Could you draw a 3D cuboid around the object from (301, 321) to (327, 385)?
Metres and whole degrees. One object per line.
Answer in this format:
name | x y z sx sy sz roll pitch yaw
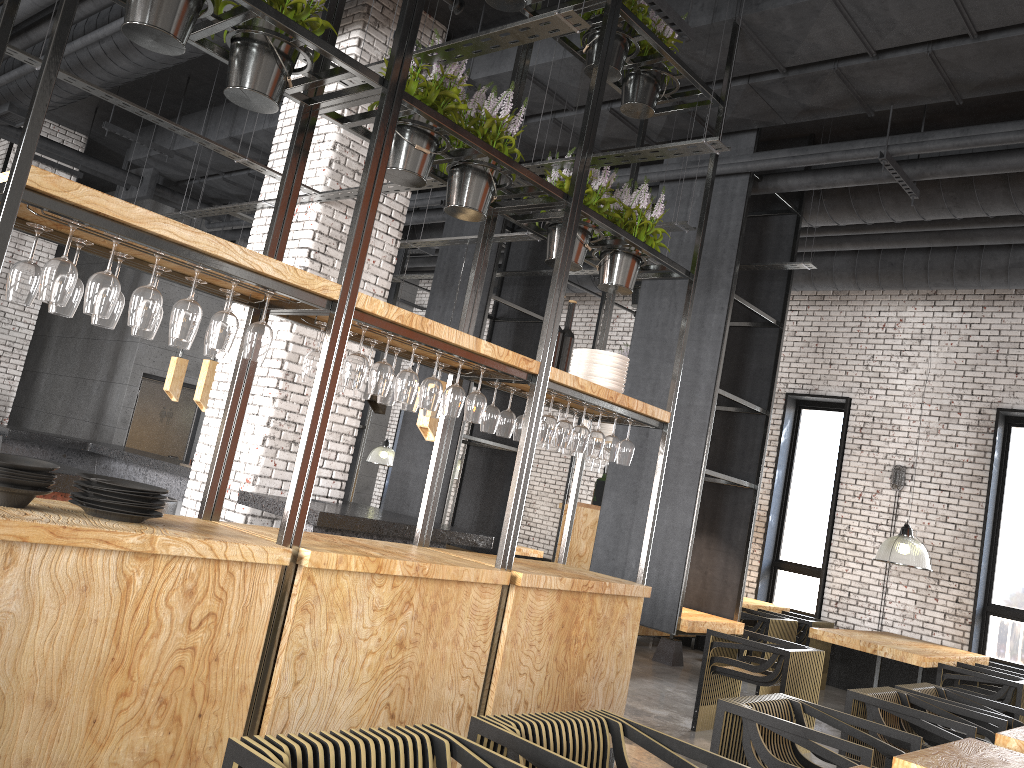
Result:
object | -0.841 -0.131 3.823 0.100 0.268 0.101 17 -10 -33

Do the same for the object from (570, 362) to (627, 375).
object | 0.502 -0.076 5.152 0.335 0.043 0.333 8 -8 26

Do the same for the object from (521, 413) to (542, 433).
object | 0.109 0.142 4.465 0.101 0.268 0.101 13 -8 -11

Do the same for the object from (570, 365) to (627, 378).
object | 0.498 -0.056 5.150 0.333 0.039 0.335 17 -9 -39

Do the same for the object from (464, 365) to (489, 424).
object | -0.160 0.049 4.160 0.100 0.268 0.101 17 -10 -33

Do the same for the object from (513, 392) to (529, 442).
object | 0.068 0.183 4.850 0.101 0.268 0.100 10 -8 6

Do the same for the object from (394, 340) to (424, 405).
object | -0.445 -0.050 3.839 0.100 0.268 0.101 17 -10 -33

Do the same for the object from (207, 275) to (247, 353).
object | -1.024 -0.250 3.184 0.101 0.268 0.100 10 -8 6

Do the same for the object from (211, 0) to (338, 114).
object | -0.969 -1.376 3.502 0.417 0.560 0.465 9 -8 19

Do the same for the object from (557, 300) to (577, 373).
object | 0.294 -0.232 4.912 0.098 0.472 0.098 11 -8 5

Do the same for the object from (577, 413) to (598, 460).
object | 0.448 0.315 5.279 0.101 0.268 0.100 10 -8 6

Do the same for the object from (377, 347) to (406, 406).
object | -0.562 -0.035 4.138 0.100 0.268 0.101 17 -10 -33

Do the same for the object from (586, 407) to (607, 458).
object | 0.470 0.267 4.873 0.101 0.268 0.100 10 -8 6

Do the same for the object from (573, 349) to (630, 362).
object | 0.517 -0.151 5.164 0.335 0.039 0.333 9 -7 16

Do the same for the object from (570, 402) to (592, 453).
object | 0.375 0.234 4.766 0.101 0.268 0.100 10 -8 6

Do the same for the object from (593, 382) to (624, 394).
object | 0.479 0.034 5.137 0.335 0.046 0.333 8 -8 23

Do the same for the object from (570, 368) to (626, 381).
object | 0.496 -0.041 5.147 0.334 0.040 0.334 15 -8 -25

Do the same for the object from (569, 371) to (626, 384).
object | 0.491 -0.022 5.145 0.335 0.039 0.333 10 -7 9

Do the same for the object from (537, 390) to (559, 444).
object | 0.191 0.171 4.558 0.101 0.268 0.101 13 -8 -11

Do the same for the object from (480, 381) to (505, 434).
object | -0.103 0.124 4.657 0.101 0.268 0.101 13 -8 -11

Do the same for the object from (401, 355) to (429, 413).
object | -0.467 -0.002 4.245 0.100 0.268 0.101 17 -10 -33

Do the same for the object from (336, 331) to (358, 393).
object | -0.752 -0.100 3.923 0.100 0.268 0.101 17 -10 -33

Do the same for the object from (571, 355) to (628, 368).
object | 0.509 -0.114 5.159 0.335 0.044 0.333 10 -7 13

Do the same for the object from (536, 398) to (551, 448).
object | 0.163 0.216 4.958 0.101 0.268 0.100 10 -8 6

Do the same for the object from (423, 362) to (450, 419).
object | -0.372 0.031 4.352 0.100 0.268 0.101 17 -10 -33

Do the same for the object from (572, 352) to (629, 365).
object | 0.513 -0.132 5.161 0.335 0.039 0.333 9 -8 17

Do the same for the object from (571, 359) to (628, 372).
object | 0.505 -0.094 5.156 0.335 0.041 0.333 10 -7 12

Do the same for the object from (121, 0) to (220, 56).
object | -1.193 -1.470 3.125 0.467 0.560 0.415 12 -8 -7

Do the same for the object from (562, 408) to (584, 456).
object | 0.353 0.282 5.172 0.101 0.268 0.100 10 -8 6

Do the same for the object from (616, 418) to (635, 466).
object | 0.660 0.333 5.088 0.101 0.268 0.100 10 -8 6

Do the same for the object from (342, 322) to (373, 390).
object | -0.629 -0.113 3.631 0.100 0.268 0.101 17 -10 -33

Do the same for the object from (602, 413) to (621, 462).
object | 0.565 0.300 4.980 0.101 0.268 0.100 10 -8 6

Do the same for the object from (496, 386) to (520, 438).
object | -0.021 0.153 4.750 0.101 0.268 0.101 13 -8 -11

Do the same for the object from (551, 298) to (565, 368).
object | 0.225 -0.256 4.833 0.098 0.472 0.098 11 -8 5

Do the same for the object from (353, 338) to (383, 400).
object | -0.657 -0.067 4.030 0.100 0.268 0.101 17 -10 -33

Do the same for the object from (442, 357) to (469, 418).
object | -0.255 0.016 4.053 0.100 0.268 0.101 17 -10 -33

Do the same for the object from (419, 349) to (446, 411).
object | -0.350 -0.017 3.946 0.100 0.268 0.101 17 -10 -33

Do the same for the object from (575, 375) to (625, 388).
object | 0.488 -0.003 5.142 0.335 0.040 0.333 11 -7 6

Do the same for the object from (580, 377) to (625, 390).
object | 0.484 0.016 5.139 0.335 0.037 0.333 10 -7 9

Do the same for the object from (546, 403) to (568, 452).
object | 0.258 0.249 5.065 0.101 0.268 0.100 10 -8 6

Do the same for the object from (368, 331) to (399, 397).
object | -0.540 -0.082 3.731 0.100 0.268 0.101 17 -10 -33

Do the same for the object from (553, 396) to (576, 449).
object | 0.280 0.201 4.659 0.101 0.268 0.100 10 -8 6
